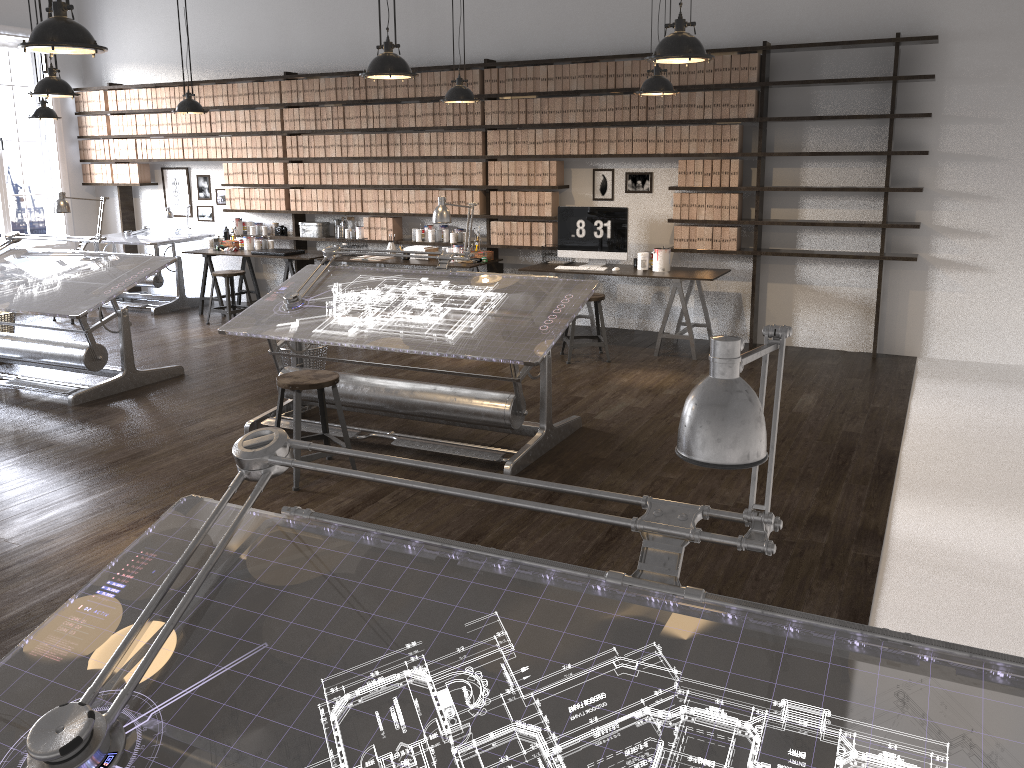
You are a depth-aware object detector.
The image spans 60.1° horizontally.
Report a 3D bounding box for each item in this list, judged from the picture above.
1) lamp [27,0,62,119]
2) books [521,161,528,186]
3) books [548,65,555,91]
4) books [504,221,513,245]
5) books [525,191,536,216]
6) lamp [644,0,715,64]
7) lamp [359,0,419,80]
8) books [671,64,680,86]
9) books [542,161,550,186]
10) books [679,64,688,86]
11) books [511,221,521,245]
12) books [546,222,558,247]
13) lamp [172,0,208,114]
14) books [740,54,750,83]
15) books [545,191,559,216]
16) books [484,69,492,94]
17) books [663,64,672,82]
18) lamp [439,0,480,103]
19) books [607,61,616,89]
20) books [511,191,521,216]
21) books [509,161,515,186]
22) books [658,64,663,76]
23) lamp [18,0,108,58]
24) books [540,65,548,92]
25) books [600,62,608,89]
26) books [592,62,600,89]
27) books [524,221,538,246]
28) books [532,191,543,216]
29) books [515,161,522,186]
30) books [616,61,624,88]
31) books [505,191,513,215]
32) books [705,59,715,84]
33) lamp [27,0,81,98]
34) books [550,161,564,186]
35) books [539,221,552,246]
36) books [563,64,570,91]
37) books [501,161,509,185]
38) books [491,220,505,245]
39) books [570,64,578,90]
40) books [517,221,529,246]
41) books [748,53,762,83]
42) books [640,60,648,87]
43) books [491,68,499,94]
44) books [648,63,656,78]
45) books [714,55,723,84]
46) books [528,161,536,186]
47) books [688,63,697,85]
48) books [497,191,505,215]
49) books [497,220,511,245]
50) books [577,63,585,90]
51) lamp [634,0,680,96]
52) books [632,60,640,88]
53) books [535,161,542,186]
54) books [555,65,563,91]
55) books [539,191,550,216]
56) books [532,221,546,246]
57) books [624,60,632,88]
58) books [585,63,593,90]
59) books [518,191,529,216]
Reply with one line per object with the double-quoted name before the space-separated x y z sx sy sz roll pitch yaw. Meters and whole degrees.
"lamp" -4.662 -3.733 8.596 0.311 2.229 0.316 1 12 6
"books" 0.152 -1.933 8.132 0.067 0.223 0.176 5 14 25
"books" 0.381 -2.705 7.855 0.067 0.223 0.176 5 14 25
"books" -0.004 -1.416 8.319 0.067 0.223 0.176 5 14 25
"books" 0.190 -1.664 8.176 0.067 0.223 0.176 5 14 25
"lamp" 0.741 -2.544 3.757 0.311 2.229 0.316 1 12 6
"lamp" -0.655 -2.703 4.429 0.314 2.229 0.312 -10 15 -38
"books" 1.383 -2.591 7.373 0.067 0.223 0.176 5 14 25
"books" 0.341 -1.912 8.043 0.067 0.223 0.176 5 14 25
"books" 1.448 -2.584 7.346 0.067 0.223 0.176 5 14 25
"books" 0.055 -1.411 8.295 0.067 0.223 0.176 5 14 25
"books" 0.376 -1.375 8.143 0.067 0.223 0.176 5 14 25
"lamp" -2.911 -3.535 7.758 0.311 2.229 0.316 1 12 6
"books" 1.891 -2.534 7.135 0.067 0.223 0.176 5 14 25
"books" 0.366 -1.643 8.088 0.067 0.223 0.176 5 14 25
"books" -0.184 -2.770 8.132 0.067 0.223 0.176 5 14 25
"books" 1.318 -2.598 7.406 0.067 0.223 0.176 5 14 25
"lamp" -0.409 -3.250 6.555 0.314 2.229 0.312 -10 15 -38
"books" 0.882 -2.648 7.614 0.067 0.223 0.176 5 14 25
"books" 0.061 -1.678 8.233 0.067 0.223 0.176 5 14 25
"books" 0.037 -1.947 8.190 0.067 0.223 0.176 5 14 25
"books" 1.263 -2.605 7.435 0.067 0.223 0.176 5 14 25
"lamp" -1.736 -2.369 3.189 0.314 2.242 0.312 -10 15 -38
"books" 0.317 -2.712 7.888 0.067 0.223 0.176 5 14 25
"books" 0.818 -2.656 7.651 0.067 0.223 0.176 5 14 25
"books" 0.758 -2.663 7.677 0.067 0.223 0.176 5 14 25
"books" 0.179 -1.396 8.232 0.067 0.223 0.176 5 14 25
"books" 0.248 -1.656 8.142 0.067 0.223 0.176 5 14 25
"books" 0.094 -1.941 8.165 0.067 0.223 0.176 5 14 25
"books" 0.952 -2.641 7.586 0.067 0.223 0.176 5 14 25
"books" -0.001 -1.686 8.268 0.067 0.223 0.176 5 14 25
"books" 1.636 -2.561 7.250 0.067 0.223 0.176 5 14 25
"lamp" -2.995 -2.970 5.554 0.314 2.229 0.312 -11 16 -42
"books" 0.407 -1.906 8.016 0.067 0.223 0.176 5 14 25
"books" 0.311 -1.381 8.170 0.067 0.223 0.176 5 14 25
"books" 0.510 -2.692 7.799 0.067 0.223 0.176 5 14 25
"books" -0.029 -1.954 8.220 0.067 0.223 0.176 5 14 25
"books" -0.132 -1.432 8.384 0.067 0.223 0.176 5 14 25
"books" 0.571 -2.684 7.766 0.067 0.223 0.176 5 14 25
"books" 0.115 -1.404 8.269 0.067 0.223 0.176 5 14 25
"books" 1.951 -2.526 7.102 0.067 0.223 0.176 5 14 25
"books" 1.143 -2.619 7.494 0.067 0.223 0.176 5 14 25
"books" -0.120 -2.762 8.095 0.067 0.223 0.176 5 14 25
"books" 1.201 -2.611 7.460 0.067 0.223 0.176 5 14 25
"books" 1.701 -2.554 7.219 0.067 0.223 0.176 5 14 25
"books" 0.215 -1.928 8.108 0.067 0.223 0.176 5 14 25
"books" 1.511 -2.578 7.318 0.067 0.223 0.176 5 14 25
"books" -0.071 -1.692 8.296 0.067 0.223 0.176 5 14 25
"books" -0.069 -1.423 8.350 0.067 0.223 0.176 5 14 25
"books" 0.634 -2.675 7.732 0.067 0.223 0.176 5 14 25
"lamp" 0.987 -3.091 5.883 0.314 2.229 0.312 -10 15 -38
"books" 1.079 -2.626 7.525 0.067 0.223 0.176 5 14 25
"books" 0.279 -1.920 8.077 0.067 0.223 0.176 5 14 25
"books" 0.446 -2.698 7.828 0.067 0.223 0.176 5 14 25
"books" 0.310 -1.650 8.117 0.067 0.223 0.176 5 14 25
"books" 0.249 -1.389 8.205 0.067 0.223 0.176 5 14 25
"books" 1.014 -2.633 7.551 0.067 0.223 0.176 5 14 25
"books" 0.699 -2.668 7.700 0.067 0.223 0.176 5 14 25
"books" 0.127 -1.671 8.207 0.067 0.223 0.176 5 14 25
